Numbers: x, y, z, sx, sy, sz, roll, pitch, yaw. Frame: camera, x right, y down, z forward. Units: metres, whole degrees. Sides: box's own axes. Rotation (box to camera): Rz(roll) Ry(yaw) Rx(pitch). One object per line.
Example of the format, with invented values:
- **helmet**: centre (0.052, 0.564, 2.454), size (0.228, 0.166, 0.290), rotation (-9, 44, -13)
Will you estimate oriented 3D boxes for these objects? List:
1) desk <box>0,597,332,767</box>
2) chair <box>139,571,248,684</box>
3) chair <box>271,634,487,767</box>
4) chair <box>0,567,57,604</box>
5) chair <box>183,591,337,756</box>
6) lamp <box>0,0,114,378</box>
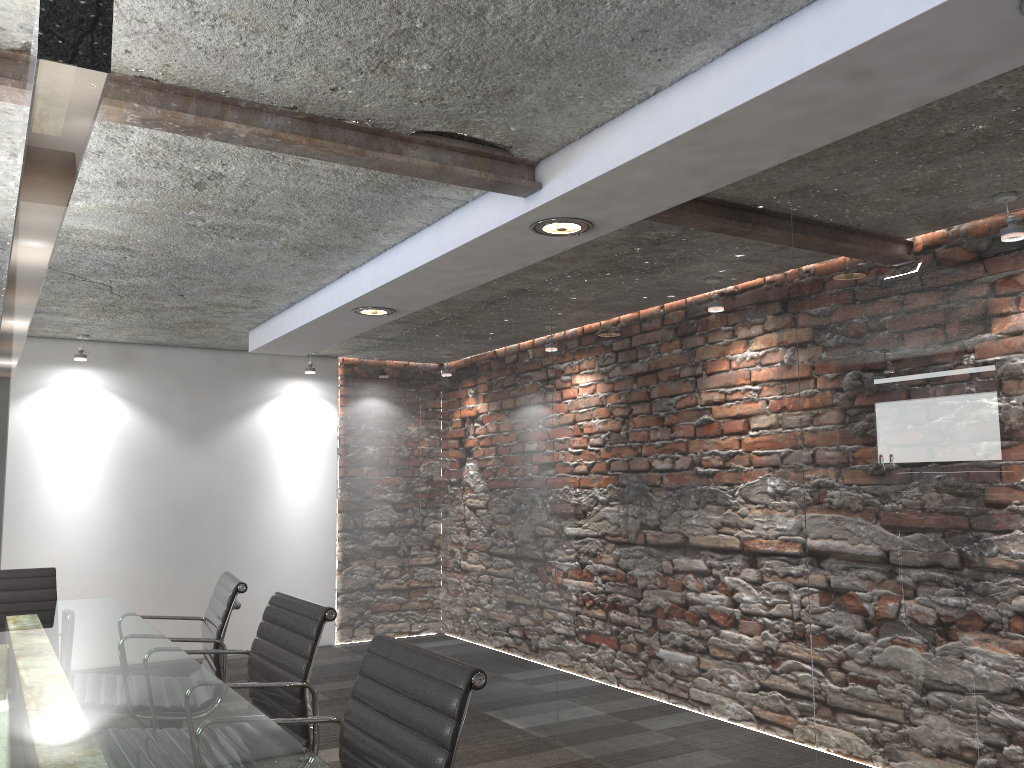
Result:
- **desk**: centre (-1.271, 1.079, 2.169), size (0.909, 0.711, 3.154), rotation (3, -7, -31)
- **chair**: centre (-1.291, 1.128, 3.178), size (0.667, 0.837, 0.693), rotation (4, -8, -33)
- **chair**: centre (-0.412, 0.946, 1.633), size (0.667, 0.837, 0.693), rotation (5, -8, -40)
- **chair**: centre (-2.017, 1.160, 3.397), size (0.693, 0.837, 0.667), rotation (5, -8, -38)
- **chair**: centre (-0.853, 1.043, 2.458), size (0.667, 0.837, 0.693), rotation (5, -9, -41)
- **lamp**: centre (-1.288, -0.447, 2.338), size (0.073, 0.524, 3.159), rotation (3, -7, -31)
